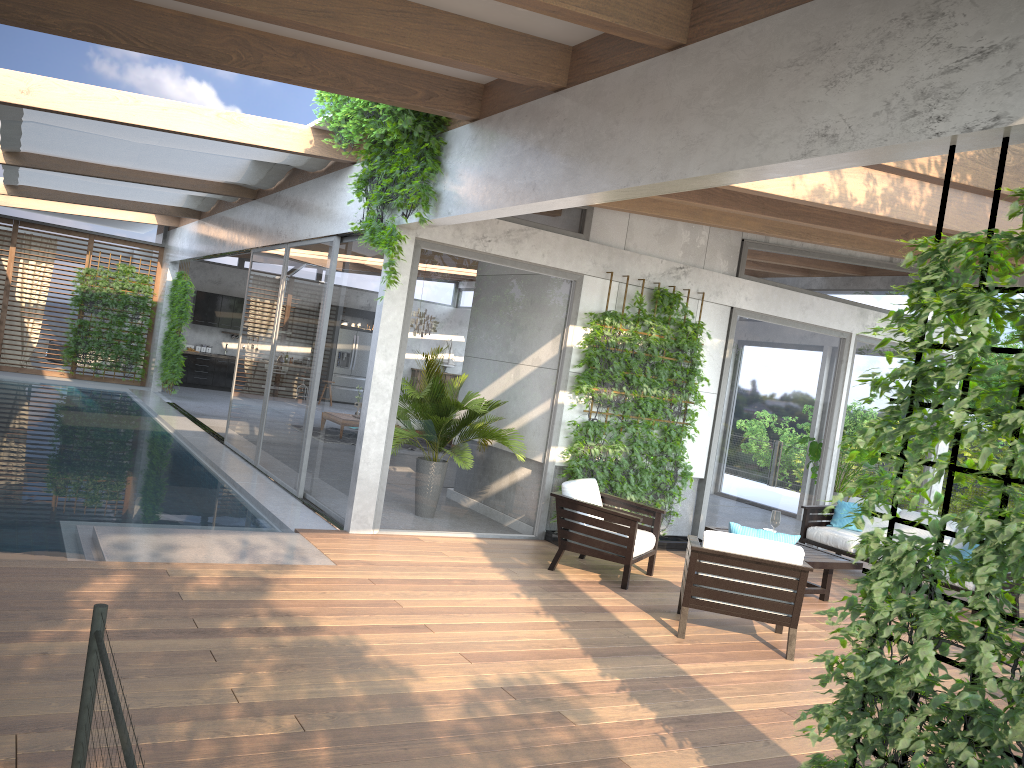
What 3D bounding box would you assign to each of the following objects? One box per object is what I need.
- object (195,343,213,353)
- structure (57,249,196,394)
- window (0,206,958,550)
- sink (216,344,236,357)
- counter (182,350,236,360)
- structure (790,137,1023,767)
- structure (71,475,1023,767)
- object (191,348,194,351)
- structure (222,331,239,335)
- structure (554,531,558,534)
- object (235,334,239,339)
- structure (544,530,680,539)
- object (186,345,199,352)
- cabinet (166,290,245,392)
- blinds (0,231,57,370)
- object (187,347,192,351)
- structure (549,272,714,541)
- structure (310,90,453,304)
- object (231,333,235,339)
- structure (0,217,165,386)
[{"bbox_3d":[-7.483,-0.868,21.507,0.405,0.200,0.147,8,2,-28],"label":"object"},{"bbox_3d":[-7.036,-1.095,14.419,2.739,2.687,10.282,8,1,-13],"label":"structure"},{"bbox_3d":[-2.484,-0.912,15.952,14.294,3.764,23.280,8,2,-30],"label":"window"},{"bbox_3d":[-6.939,-0.717,21.590,0.526,0.514,0.514,8,2,-30],"label":"sink"},{"bbox_3d":[-6.776,-0.634,21.690,3.805,0.061,0.607,8,2,-30],"label":"counter"},{"bbox_3d":[1.711,0.503,2.731,0.500,2.687,1.807,8,2,-29],"label":"structure"},{"bbox_3d":[4.807,1.888,10.461,15.587,3.022,31.708,9,1,11],"label":"structure"},{"bbox_3d":[-7.592,-0.818,21.052,0.083,0.057,0.072,10,2,36],"label":"object"},{"bbox_3d":[-6.702,-1.218,21.961,0.932,0.046,0.081,8,2,-30],"label":"structure"},{"bbox_3d":[0.824,1.520,8.873,0.928,0.044,0.231,8,2,-30],"label":"structure"},{"bbox_3d":[-6.775,-1.165,21.900,0.117,0.139,0.093,8,1,-13],"label":"object"},{"bbox_3d":[0.645,1.295,10.224,2.012,0.595,2.203,8,2,-30],"label":"structure"},{"bbox_3d":[-7.708,-0.860,21.159,0.381,0.134,0.590,7,2,-41],"label":"object"},{"bbox_3d":[-5.826,-0.938,22.220,5.901,2.502,0.709,8,2,-31],"label":"cabinet"},{"bbox_3d":[-10.658,-1.778,18.275,2.087,2.898,0.692,8,1,-26],"label":"blinds"},{"bbox_3d":[-7.648,-0.839,20.992,0.086,0.087,0.090,10,2,37],"label":"object"},{"bbox_3d":[1.307,0.284,9.074,1.851,2.669,0.500,8,2,-29],"label":"structure"},{"bbox_3d":[-1.179,-1.702,7.446,0.918,2.054,1.822,8,2,-33],"label":"structure"},{"bbox_3d":[-6.873,-1.179,21.852,0.117,0.139,0.093,8,2,-28],"label":"object"},{"bbox_3d":[-9.699,-1.725,18.416,4.313,3.079,0.085,8,2,-30],"label":"structure"}]
